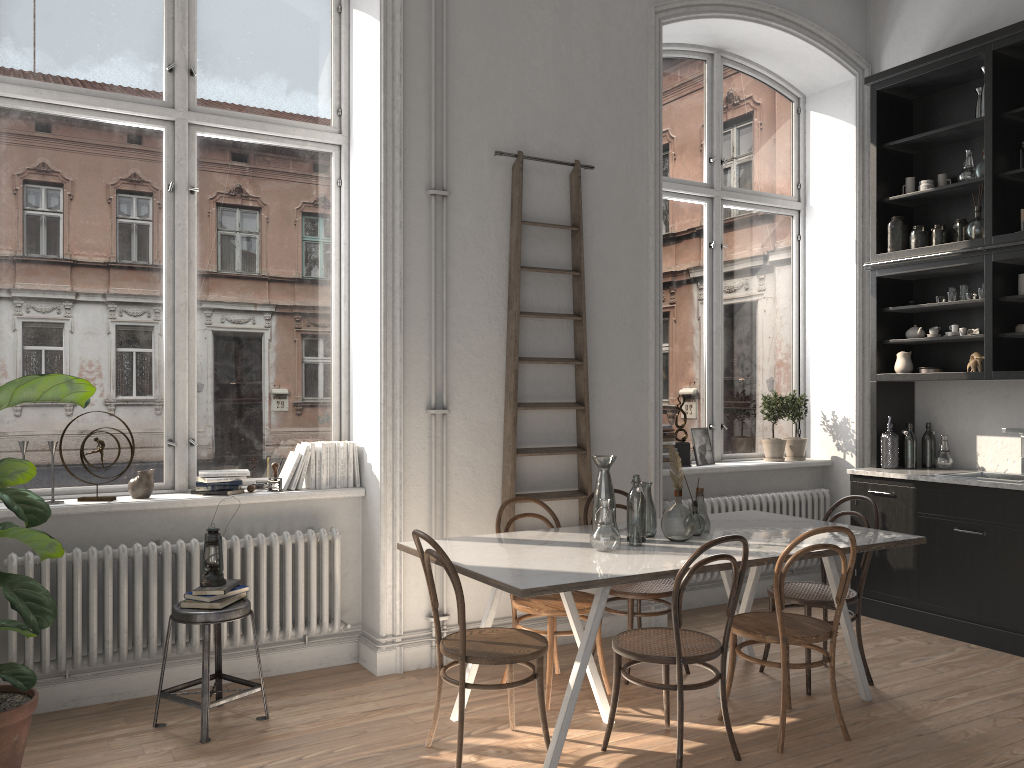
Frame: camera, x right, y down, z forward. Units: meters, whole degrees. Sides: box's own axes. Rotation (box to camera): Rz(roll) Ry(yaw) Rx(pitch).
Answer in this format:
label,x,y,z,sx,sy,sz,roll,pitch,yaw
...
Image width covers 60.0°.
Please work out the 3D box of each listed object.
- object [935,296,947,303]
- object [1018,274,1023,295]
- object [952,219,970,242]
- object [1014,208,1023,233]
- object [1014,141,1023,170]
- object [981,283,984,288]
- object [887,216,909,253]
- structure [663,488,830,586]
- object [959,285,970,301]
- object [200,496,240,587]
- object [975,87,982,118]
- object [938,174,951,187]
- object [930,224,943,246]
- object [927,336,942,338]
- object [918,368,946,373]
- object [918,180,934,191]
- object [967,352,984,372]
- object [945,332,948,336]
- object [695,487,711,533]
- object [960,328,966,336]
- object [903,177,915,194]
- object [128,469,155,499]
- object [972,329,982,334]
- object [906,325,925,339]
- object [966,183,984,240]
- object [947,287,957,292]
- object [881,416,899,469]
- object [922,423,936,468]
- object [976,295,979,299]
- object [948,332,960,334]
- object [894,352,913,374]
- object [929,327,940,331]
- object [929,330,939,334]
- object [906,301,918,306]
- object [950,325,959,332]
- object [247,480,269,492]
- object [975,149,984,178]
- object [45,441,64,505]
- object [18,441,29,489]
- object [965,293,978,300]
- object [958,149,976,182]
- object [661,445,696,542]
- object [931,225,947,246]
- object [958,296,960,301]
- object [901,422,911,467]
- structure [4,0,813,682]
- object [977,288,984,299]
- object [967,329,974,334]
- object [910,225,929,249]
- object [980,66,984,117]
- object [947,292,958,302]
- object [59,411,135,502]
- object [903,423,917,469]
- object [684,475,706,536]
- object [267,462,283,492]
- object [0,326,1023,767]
label,x,y,z,sx,sy,sz,roll,pitch,yaw
object,2.760,-0.537,5.709,0.071,0.047,0.071,0,0,8
object,3.049,-0.584,5.281,0.059,0.135,0.082,0,0,28
object,2.878,-0.962,5.683,0.092,0.184,0.092,0,0,-15
object,3.010,-0.955,5.223,0.123,0.161,0.123,0,0,-21
object,3.048,-1.349,5.284,0.084,0.199,0.065,0,0,-8
object,2.941,-0.569,5.495,0.060,0.107,0.060,0,0,33
object,2.564,-0.987,5.886,0.118,0.238,0.118,0,0,-45
structure,1.598,1.032,6.104,1.577,0.552,0.194,0,0,-30
object,2.844,-0.568,5.578,0.060,0.107,0.060,0,0,-2
object,-1.322,0.705,3.995,0.154,0.383,0.163,0,0,34
object,2.934,-1.731,5.549,0.067,0.231,0.070,0,0,-34
object,2.841,-1.313,5.839,0.059,0.135,0.082,0,0,-7
object,2.807,-0.956,5.848,0.092,0.184,0.092,0,0,25
object,2.749,-0.303,5.774,0.085,0.015,0.085,0,-1,-17
object,2.744,-0.086,5.789,0.180,0.037,0.180,-1,-1,45
object,2.742,-1.293,5.867,0.096,0.095,0.096,0,0,4
object,2.847,-0.134,5.439,0.069,0.123,0.173,0,0,2
object,2.828,-0.318,5.725,0.055,0.033,0.058,0,0,-13
object,0.914,0.611,4.316,0.101,0.212,0.101,0,0,9
object,2.830,-0.325,5.575,0.049,0.054,0.039,0,0,-4
object,2.667,-1.312,5.948,0.059,0.135,0.082,0,0,-2
object,-1.797,0.482,4.301,0.102,0.142,0.100,0,0,35
object,2.905,-0.328,5.546,0.048,0.041,0.058,0,0,38
object,2.694,-0.344,5.925,0.125,0.100,0.140,0,0,41
object,2.837,-1.051,5.398,0.134,0.357,0.134,0,0,15
object,2.840,-0.567,5.719,0.060,0.107,0.060,0,0,28
object,2.506,0.384,5.884,0.109,0.349,0.109,0,0,41
object,2.793,0.410,5.944,0.086,0.301,0.086,0,0,16
object,2.920,-0.538,5.561,0.071,0.047,0.071,0,0,-2
object,2.818,-0.317,5.635,0.085,0.016,0.085,0,-1,1
object,2.604,-0.140,5.890,0.115,0.144,0.127,0,0,39
object,2.748,-0.350,5.774,0.055,0.047,0.058,0,0,-15
object,2.748,-0.330,5.774,0.055,0.033,0.058,0,0,35
object,2.704,-0.534,5.993,0.071,0.047,0.071,0,0,8
object,2.816,-0.348,5.642,0.039,0.055,0.049,0,0,-10
object,-1.327,0.532,4.596,0.088,0.048,0.153,0,0,10
object,2.908,-1.420,5.443,0.123,0.340,0.118,0,0,-11
object,-2.120,0.408,4.095,0.095,0.289,0.095,0,0,-8
object,-2.250,0.408,4.086,0.095,0.289,0.095,0,0,1
object,2.853,-0.539,5.508,0.071,0.047,0.071,0,0,8
object,2.873,-1.358,5.569,0.132,0.219,0.132,0,0,34
object,0.759,0.491,4.048,0.157,0.446,0.157,0,0,-12
object,2.751,-0.945,5.712,0.096,0.150,0.096,0,0,-42
object,2.885,-0.537,5.656,0.071,0.047,0.071,0,-1,-42
object,2.685,0.411,6.004,0.086,0.301,0.086,0,0,-16
structure,0.039,-0.731,5.118,5.182,4.474,0.340,0,0,-30
object,2.888,-0.550,5.440,0.064,0.069,0.064,0,0,-37
object,2.885,-0.323,5.564,0.049,0.041,0.056,0,0,33
object,2.653,-0.947,5.773,0.114,0.155,0.114,0,0,-27
object,2.931,-1.781,5.452,0.097,0.330,0.100,0,0,-34
object,2.797,-0.548,5.634,0.064,0.069,0.064,0,0,18
object,-1.966,0.341,4.207,0.347,0.425,0.087,0,0,2
object,2.641,0.410,5.887,0.086,0.301,0.086,0,0,-44
object,0.865,0.574,4.200,0.107,0.283,0.107,0,0,-35
object,-1.225,0.480,4.590,0.088,0.153,0.048,0,0,30
object,0.335,0.576,4.349,5.827,1.842,0.792,0,0,-25
